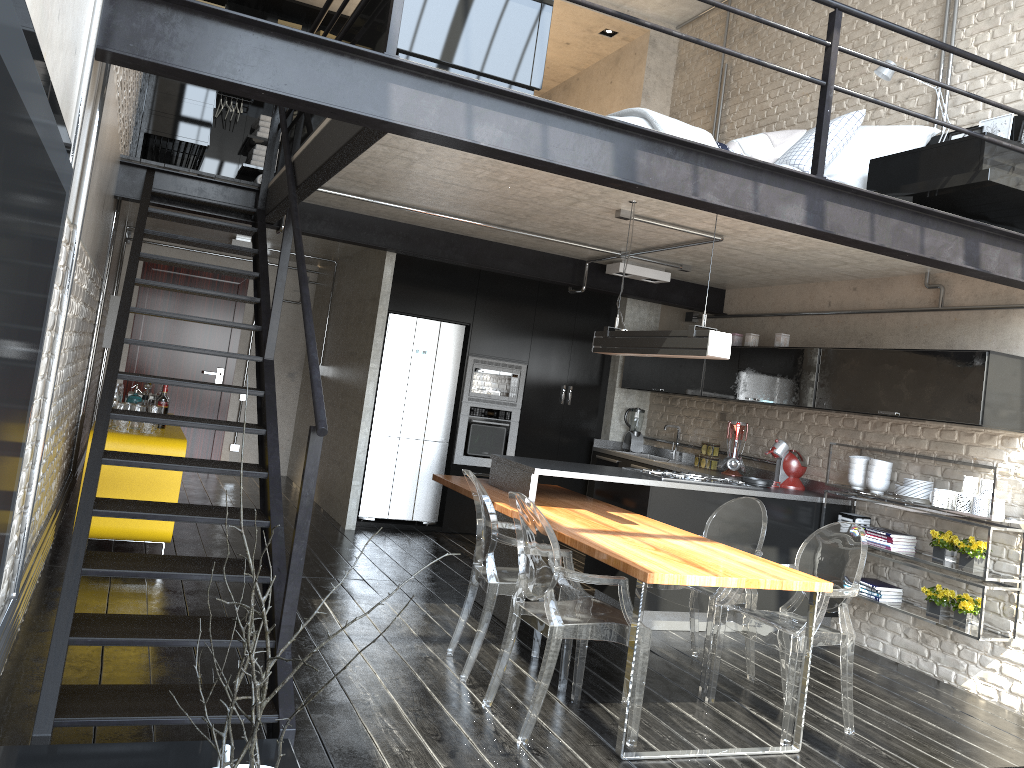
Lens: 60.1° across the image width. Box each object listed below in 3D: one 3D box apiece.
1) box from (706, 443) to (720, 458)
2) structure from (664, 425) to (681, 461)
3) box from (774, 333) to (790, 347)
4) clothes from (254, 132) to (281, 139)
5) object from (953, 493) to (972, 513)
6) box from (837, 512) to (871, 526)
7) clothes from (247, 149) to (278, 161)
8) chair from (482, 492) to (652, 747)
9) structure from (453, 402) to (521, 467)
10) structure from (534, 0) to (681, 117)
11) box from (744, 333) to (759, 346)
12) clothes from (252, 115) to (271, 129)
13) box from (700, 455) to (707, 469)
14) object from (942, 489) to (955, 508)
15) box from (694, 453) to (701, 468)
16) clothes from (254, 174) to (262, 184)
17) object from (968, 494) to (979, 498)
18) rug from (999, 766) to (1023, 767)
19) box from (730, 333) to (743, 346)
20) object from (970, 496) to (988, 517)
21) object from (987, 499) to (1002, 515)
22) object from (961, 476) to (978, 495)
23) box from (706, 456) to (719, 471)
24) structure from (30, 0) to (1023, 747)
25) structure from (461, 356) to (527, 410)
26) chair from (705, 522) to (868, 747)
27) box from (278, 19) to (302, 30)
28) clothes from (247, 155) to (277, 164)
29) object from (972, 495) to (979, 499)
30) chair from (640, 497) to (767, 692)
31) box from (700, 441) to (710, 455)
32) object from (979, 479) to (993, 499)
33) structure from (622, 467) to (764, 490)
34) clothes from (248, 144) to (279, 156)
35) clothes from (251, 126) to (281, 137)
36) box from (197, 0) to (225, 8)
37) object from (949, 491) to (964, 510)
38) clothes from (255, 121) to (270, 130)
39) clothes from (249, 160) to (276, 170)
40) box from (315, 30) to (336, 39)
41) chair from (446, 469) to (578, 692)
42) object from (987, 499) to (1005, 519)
[{"bbox_3d":[1.661,0.545,7.306,0.080,0.111,0.081,9,-3,-28],"label":"box"},{"bbox_3d":[1.418,0.524,7.971,0.176,0.312,0.089,9,-4,-23],"label":"structure"},{"bbox_3d":[2.006,-0.318,6.579,0.080,0.111,0.081,9,-3,-23],"label":"box"},{"bbox_3d":[-2.718,-2.728,9.976,0.397,0.068,0.495,8,0,-26],"label":"clothes"},{"bbox_3d":[2.568,0.676,5.036,0.083,0.100,0.108,7,-2,11],"label":"object"},{"bbox_3d":[2.240,0.933,5.806,0.149,0.151,0.150,9,-2,-23],"label":"box"},{"bbox_3d":[-2.741,-2.531,9.953,0.397,0.068,0.495,8,0,-24],"label":"clothes"},{"bbox_3d":[0.206,0.950,3.734,0.587,0.944,0.540,9,-3,-23],"label":"chair"},{"bbox_3d":[-0.302,0.468,8.279,0.579,0.560,0.485,9,-3,-23],"label":"structure"},{"bbox_3d":[-0.147,-2.475,9.867,2.584,2.962,2.792,9,-2,-23],"label":"structure"},{"bbox_3d":[1.868,-0.335,6.895,0.080,0.111,0.081,9,-3,-23],"label":"box"},{"bbox_3d":[-2.688,-2.914,9.980,0.397,0.068,0.495,8,0,-27],"label":"clothes"},{"bbox_3d":[1.617,0.650,7.342,0.080,0.111,0.081,9,-3,-28],"label":"box"},{"bbox_3d":[2.571,0.677,5.234,0.083,0.100,0.108,7,-2,11],"label":"object"},{"bbox_3d":[1.580,0.645,7.419,0.081,0.111,0.081,9,-3,-18],"label":"box"},{"bbox_3d":[-2.777,-2.249,9.886,0.189,0.156,0.304,9,-1,-23],"label":"clothes"},{"bbox_3d":[2.678,0.692,5.133,0.108,0.100,0.083,9,-3,-24],"label":"object"},{"bbox_3d":[1.737,1.623,1.821,3.389,0.004,3.497,8,0,-23],"label":"rug"},{"bbox_3d":[1.789,-0.345,7.071,0.080,0.111,0.081,9,-3,-23],"label":"box"},{"bbox_3d":[2.612,0.681,4.930,0.108,0.100,0.083,9,-3,-34],"label":"object"},{"bbox_3d":[2.736,0.699,5.011,0.083,0.100,0.108,7,-2,11],"label":"object"},{"bbox_3d":[2.626,0.583,5.095,0.108,0.100,0.083,8,-3,-9],"label":"object"},{"bbox_3d":[1.645,0.653,7.267,0.081,0.111,0.081,9,-3,-13],"label":"box"},{"bbox_3d":[0.243,-0.251,5.337,4.766,3.353,3.790,9,-2,-23],"label":"structure"},{"bbox_3d":[-0.242,-0.018,8.329,0.579,0.422,0.448,9,-2,-23],"label":"structure"},{"bbox_3d":[1.366,1.114,4.199,0.587,0.944,0.540,9,-3,-28],"label":"chair"},{"bbox_3d":[-2.552,-3.992,10.087,0.263,0.126,0.401,8,-1,-18],"label":"box"},{"bbox_3d":[-2.754,-2.469,9.958,0.397,0.068,0.495,8,0,-24],"label":"clothes"},{"bbox_3d":[2.645,0.687,5.029,0.108,0.100,0.083,8,-3,-9],"label":"object"},{"bbox_3d":[1.077,1.077,4.803,0.586,0.944,0.541,10,-4,-38],"label":"chair"},{"bbox_3d":[1.627,0.541,7.384,0.081,0.111,0.080,5,-4,42],"label":"box"},{"bbox_3d":[2.678,0.590,4.971,0.108,0.100,0.083,9,-3,-34],"label":"object"},{"bbox_3d":[1.221,0.631,5.995,0.808,0.026,0.502,8,0,-23],"label":"structure"},{"bbox_3d":[-2.732,-2.590,9.980,0.397,0.068,0.495,8,0,-26],"label":"clothes"},{"bbox_3d":[-2.704,-2.790,9.994,0.397,0.068,0.495,8,0,-28],"label":"clothes"},{"bbox_3d":[-2.715,-3.240,7.680,0.399,0.083,0.296,8,-1,-23],"label":"box"},{"bbox_3d":[2.588,0.679,5.127,0.108,0.100,0.083,9,-3,-34],"label":"object"},{"bbox_3d":[-2.678,-2.850,9.984,0.397,0.068,0.495,8,0,-22],"label":"clothes"},{"bbox_3d":[-2.758,-2.406,9.945,0.397,0.068,0.495,8,0,-22],"label":"clothes"},{"bbox_3d":[-2.191,-3.941,10.240,0.262,0.126,0.402,9,-1,-38],"label":"box"},{"bbox_3d":[-0.020,0.922,4.335,0.588,0.944,0.539,9,-3,-13],"label":"chair"},{"bbox_3d":[2.684,0.691,4.922,0.108,0.100,0.083,8,-3,-9],"label":"object"}]
